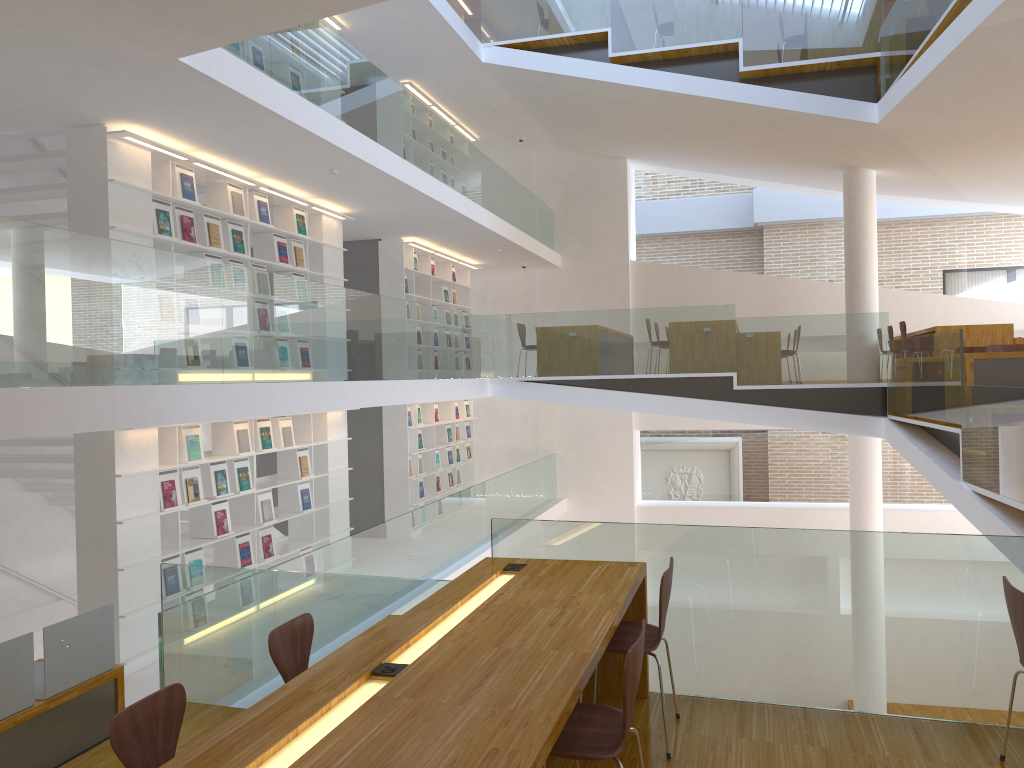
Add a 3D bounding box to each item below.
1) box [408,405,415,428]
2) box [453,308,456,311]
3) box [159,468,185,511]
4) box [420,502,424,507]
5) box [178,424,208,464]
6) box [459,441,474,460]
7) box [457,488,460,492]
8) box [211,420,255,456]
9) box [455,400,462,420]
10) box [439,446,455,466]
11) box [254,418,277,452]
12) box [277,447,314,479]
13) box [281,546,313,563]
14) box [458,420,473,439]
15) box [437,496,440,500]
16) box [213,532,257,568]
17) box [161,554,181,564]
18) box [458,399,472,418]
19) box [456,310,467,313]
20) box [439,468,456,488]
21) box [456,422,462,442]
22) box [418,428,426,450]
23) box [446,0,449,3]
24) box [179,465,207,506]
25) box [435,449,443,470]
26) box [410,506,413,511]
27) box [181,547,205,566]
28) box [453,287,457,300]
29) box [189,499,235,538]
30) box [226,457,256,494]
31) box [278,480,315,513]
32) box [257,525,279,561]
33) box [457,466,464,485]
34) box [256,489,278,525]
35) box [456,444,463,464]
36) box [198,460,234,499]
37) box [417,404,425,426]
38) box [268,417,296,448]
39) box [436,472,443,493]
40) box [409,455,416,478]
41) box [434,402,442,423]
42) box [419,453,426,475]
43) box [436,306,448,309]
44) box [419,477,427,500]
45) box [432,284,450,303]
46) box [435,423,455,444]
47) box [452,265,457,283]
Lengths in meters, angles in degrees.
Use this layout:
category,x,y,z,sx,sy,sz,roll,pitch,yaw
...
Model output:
category,x,y,z,sx,sy,sz,roll,pitch,yaw
box,-1.454,0.424,11.631,0.274,0.296,0.245,-1,0,15
box,-0.969,-1.005,13.516,0.274,0.296,0.245,-1,0,15
box,-2.701,0.807,6.797,0.274,0.296,0.245,-1,0,15
box,-1.313,1.731,12.048,0.274,0.296,0.245,-1,0,15
box,-2.628,0.476,7.089,0.274,0.296,0.245,-1,0,15
box,-0.778,1.048,14.058,0.274,0.296,0.245,-1,0,15
box,-0.905,1.712,13.542,0.274,0.296,0.245,-1,0,15
box,-2.442,0.468,7.774,0.274,0.296,0.245,-1,0,15
box,-0.935,0.398,13.534,0.274,0.296,0.245,-1,0,15
box,-1.015,1.059,13.189,0.274,0.296,0.245,-1,0,15
box,-2.343,0.463,8.133,0.274,0.296,0.245,-1,0,15
box,-2.150,0.784,8.818,0.274,0.296,0.245,-1,0,15
box,-2.120,1.769,8.849,0.274,0.296,0.245,-1,0,15
box,-0.789,0.719,14.043,0.274,0.296,0.245,-1,0,15
box,-1.146,1.723,12.660,0.274,0.296,0.245,-1,0,15
box,-2.422,1.454,7.769,0.274,0.296,0.245,-1,0,15
box,-2.685,1.466,6.805,0.274,0.296,0.245,-1,0,15
box,-0.797,0.392,14.041,0.274,0.296,0.245,-1,0,15
box,-0.829,-1.013,14.032,0.274,0.296,0.245,-1,0,15
box,-1.004,1.388,13.204,0.274,0.296,0.245,-1,0,15
box,-0.928,0.726,13.536,0.274,0.296,0.245,-1,0,15
box,-1.342,0.741,12.016,0.274,0.296,0.245,-1,0,15
box,-1.074,-5.723,13.496,0.274,0.296,0.245,-1,0,15
box,-2.633,0.805,7.094,0.274,0.296,0.245,-1,0,15
box,-1.157,1.066,12.670,0.274,0.296,0.245,-1,0,15
box,-1.425,1.737,11.636,0.274,0.296,0.245,-1,0,15
box,-2.607,1.462,7.090,0.274,0.296,0.245,-1,0,15
box,-0.974,-1.334,13.523,0.274,0.296,0.245,-1,0,15
box,-2.518,1.122,7.443,0.274,0.296,0.245,-1,0,15
box,-2.436,0.797,7.769,0.274,0.296,0.245,-1,0,15
box,-2.142,1.112,8.821,0.274,0.296,0.245,-1,0,15
box,-2.323,1.449,8.130,0.274,0.296,0.245,-1,0,15
box,-0.910,1.383,13.549,0.274,0.296,0.245,-1,0,15
box,-2.332,1.121,8.123,0.274,0.296,0.245,-1,0,15
box,-0.923,1.055,13.528,0.274,0.296,0.245,-1,0,15
box,-2.527,0.794,7.436,0.274,0.296,0.245,-1,0,15
box,-1.356,0.418,11.990,0.274,0.296,0.245,-1,0,15
box,-3.101,2.243,5.197,0.498,3.764,7.125,-1,0,15
box,-1.153,1.394,12.658,0.274,0.296,0.245,-1,0,15
box,-1.440,1.078,11.634,0.274,0.296,0.245,-1,0,15
box,-1.175,0.408,12.644,0.274,0.296,0.245,-1,0,15
box,-1.341,1.074,11.996,0.274,0.296,0.245,-1,0,15
box,-1.062,-1.001,13.176,0.274,0.296,0.245,-1,0,15
box,-1.323,1.402,12.035,0.274,0.296,0.245,-1,0,15
box,-1.070,-1.329,13.174,0.274,0.296,0.245,-1,0,15
box,-1.023,0.731,13.187,0.274,0.296,0.245,-1,0,15
box,-0.982,-1.662,13.521,0.274,0.296,0.245,-1,0,15
